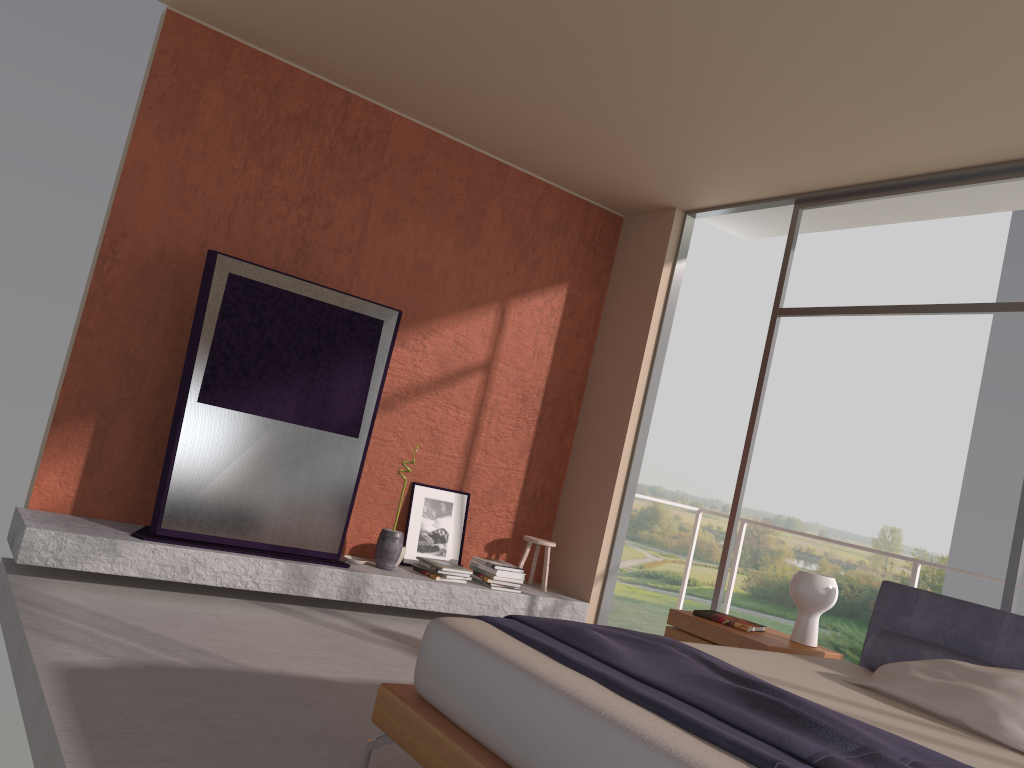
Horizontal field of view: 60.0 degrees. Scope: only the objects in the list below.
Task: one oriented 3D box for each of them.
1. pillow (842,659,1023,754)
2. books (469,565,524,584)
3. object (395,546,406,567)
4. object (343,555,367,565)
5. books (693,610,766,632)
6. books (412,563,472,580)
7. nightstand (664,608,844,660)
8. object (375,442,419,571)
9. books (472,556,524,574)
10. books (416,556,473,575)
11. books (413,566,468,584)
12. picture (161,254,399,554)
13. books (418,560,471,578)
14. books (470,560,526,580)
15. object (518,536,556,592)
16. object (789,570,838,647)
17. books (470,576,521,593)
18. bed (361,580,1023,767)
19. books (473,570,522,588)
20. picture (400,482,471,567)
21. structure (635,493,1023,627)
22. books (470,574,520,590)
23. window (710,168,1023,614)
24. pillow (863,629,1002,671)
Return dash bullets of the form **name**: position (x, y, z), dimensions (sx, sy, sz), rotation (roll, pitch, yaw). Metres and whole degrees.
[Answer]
- **pillow**: position (1.645, 1.112, 3.161), dimensions (0.431, 0.264, 0.869), rotation (15, -6, -25)
- **books**: position (-0.105, 1.280, 5.965), dimensions (0.247, 0.027, 0.328), rotation (16, -6, -31)
- **object**: position (-0.787, 1.110, 5.761), dimensions (0.179, 0.137, 0.180), rotation (15, -5, -20)
- **object**: position (-0.975, 1.101, 5.500), dimensions (0.152, 0.040, 0.152), rotation (13, -5, 2)
- **books**: position (1.080, 1.175, 4.402), dimensions (0.287, 0.025, 0.247), rotation (9, -6, 38)
- **books**: position (-0.456, 1.222, 5.775), dimensions (0.328, 0.018, 0.247), rotation (9, -7, 41)
- **nightstand**: position (1.126, 1.478, 4.317), dimensions (0.562, 0.556, 0.628), rotation (16, -6, -33)
- **object**: position (-0.711, 0.766, 5.586), dimensions (0.165, 0.810, 0.165), rotation (14, -5, -10)
- **books**: position (-0.094, 1.218, 5.976), dimensions (0.247, 0.025, 0.287), rotation (16, -6, -33)
- **books**: position (-0.439, 1.181, 5.772), dimensions (0.247, 0.018, 0.328), rotation (17, -6, -36)
- **books**: position (-0.467, 1.241, 5.759), dimensions (0.247, 0.025, 0.287), rotation (17, -6, -36)
- **picture**: position (-1.300, 0.149, 5.054), dimensions (1.129, 1.496, 0.126), rotation (16, -6, -33)
- **books**: position (-0.440, 1.202, 5.766), dimensions (0.247, 0.025, 0.287), rotation (16, -6, -31)
- **books**: position (-0.098, 1.249, 5.968), dimensions (0.247, 0.038, 0.319), rotation (17, -6, -35)
- **object**: position (0.172, 1.280, 6.313), dimensions (0.260, 0.349, 0.257), rotation (11, -6, 26)
- **object**: position (1.439, 1.084, 4.280), dimensions (0.224, 0.338, 0.224), rotation (15, -5, -21)
- **books**: position (-0.120, 1.345, 5.959), dimensions (0.247, 0.018, 0.328), rotation (16, -6, -31)
- **bed**: position (1.122, 1.135, 2.735), dimensions (2.462, 0.959, 2.017), rotation (16, -6, -33)
- **books**: position (-0.104, 1.307, 5.945), dimensions (0.247, 0.025, 0.287), rotation (15, -5, -22)
- **picture**: position (-0.516, 0.983, 6.053), dimensions (0.458, 0.550, 0.117), rotation (16, -6, -33)
- **structure**: position (3.125, 1.547, 3.296), dimensions (0.728, 1.005, 7.689), rotation (16, -6, -33)
- **books**: position (-0.120, 1.327, 5.966), dimensions (0.247, 0.018, 0.287), rotation (16, -6, -33)
- **window**: position (3.130, 0.508, 3.003), dimensions (0.075, 3.133, 6.106), rotation (16, -6, -33)
- **pillow**: position (2.002, 1.208, 3.299), dimensions (0.205, 0.201, 1.470), rotation (16, -6, -33)
